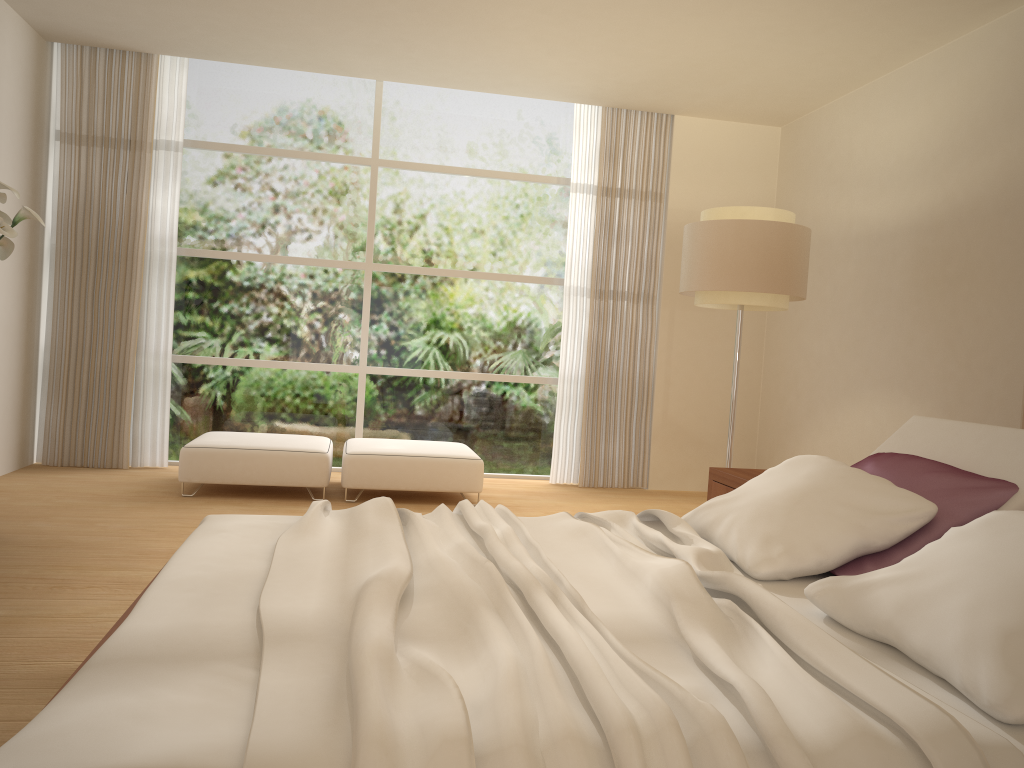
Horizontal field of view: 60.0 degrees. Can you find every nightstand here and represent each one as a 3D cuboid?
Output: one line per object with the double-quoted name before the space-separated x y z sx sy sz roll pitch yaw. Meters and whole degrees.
"nightstand" 1.611 0.810 2.564 0.493 0.539 4.220 3 2 -10

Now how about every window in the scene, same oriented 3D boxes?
"window" -1.172 -0.958 7.240 4.781 3.371 0.071 3 2 -10

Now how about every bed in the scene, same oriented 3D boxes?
"bed" 0.229 0.717 2.258 2.535 0.570 2.599 3 2 -10

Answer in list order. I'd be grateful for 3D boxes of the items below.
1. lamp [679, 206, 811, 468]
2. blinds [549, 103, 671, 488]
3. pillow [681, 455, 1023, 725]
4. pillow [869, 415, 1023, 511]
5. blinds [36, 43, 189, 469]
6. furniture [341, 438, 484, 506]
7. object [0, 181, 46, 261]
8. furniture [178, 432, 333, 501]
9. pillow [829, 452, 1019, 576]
"lamp" 1.406 -0.052 5.565 0.817 2.018 0.817 5 2 33
"blinds" 0.826 -0.821 7.288 0.814 3.351 0.202 3 2 -11
"pillow" 0.990 0.435 2.421 0.561 0.339 1.720 3 2 -10
"pillow" 1.581 0.382 2.541 0.461 0.457 1.779 3 2 -11
"blinds" -2.998 -1.045 6.649 0.950 3.352 0.211 3 2 -12
"furniture" -0.739 0.616 6.407 0.965 0.346 0.964 3 2 -10
"object" -2.534 -0.454 4.122 0.608 1.085 0.515 5 3 38
"furniture" -1.756 0.556 6.223 0.965 0.346 0.964 3 2 -10
"pillow" 1.256 0.435 2.476 0.575 0.369 1.683 3 2 -10
